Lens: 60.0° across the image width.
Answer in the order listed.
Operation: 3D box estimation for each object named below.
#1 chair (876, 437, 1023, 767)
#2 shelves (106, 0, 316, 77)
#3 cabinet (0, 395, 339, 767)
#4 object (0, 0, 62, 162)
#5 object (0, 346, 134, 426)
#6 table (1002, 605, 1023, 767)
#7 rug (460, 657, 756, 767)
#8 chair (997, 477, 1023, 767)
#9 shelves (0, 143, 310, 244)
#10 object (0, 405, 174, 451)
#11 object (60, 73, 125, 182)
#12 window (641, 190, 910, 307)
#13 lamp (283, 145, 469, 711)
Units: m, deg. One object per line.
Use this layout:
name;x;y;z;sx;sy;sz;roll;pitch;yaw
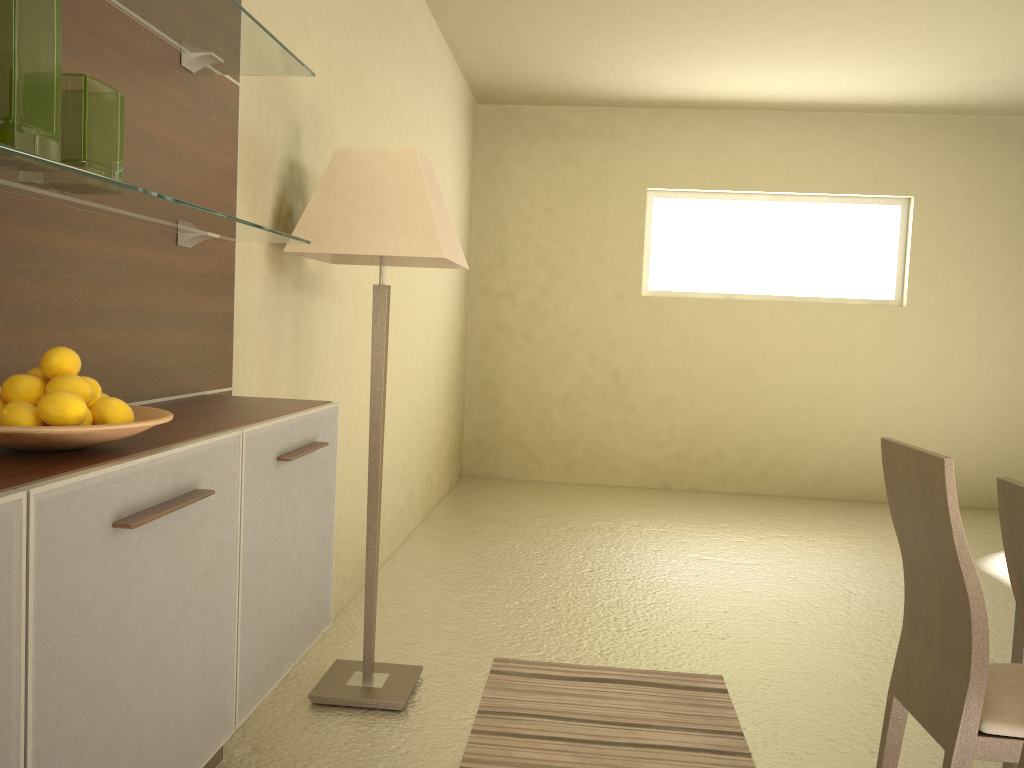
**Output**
chair;1.119;0.658;2.006;0.507;1.017;0.404;3;4;3
shelves;-0.723;-0.692;0.969;0.255;0.008;2.463;3;4;5
cabinet;-0.714;0.394;1.034;0.372;0.570;2.463;3;4;5
object;-0.683;-0.432;1.198;0.099;0.259;0.099;3;4;5
object;-0.669;0.015;1.277;0.230;0.139;0.259;1;4;-25
table;1.781;0.824;1.665;1.000;0.790;1.411;3;4;5
rug;0.275;1.097;2.489;0.843;0.010;1.613;3;4;5
chair;1.078;0.694;1.417;0.507;1.017;0.404;3;4;5
shelves;-0.741;-0.285;0.995;0.255;0.008;2.463;3;4;5
object;-0.676;0.069;1.297;0.337;0.053;0.337;5;5;37
object;-0.689;-0.393;1.394;0.112;0.160;0.111;3;4;5
window;2.061;-1.072;7.041;2.025;0.848;0.100;3;4;5
lamp;-0.447;0.142;2.941;0.499;1.782;0.499;3;4;5
